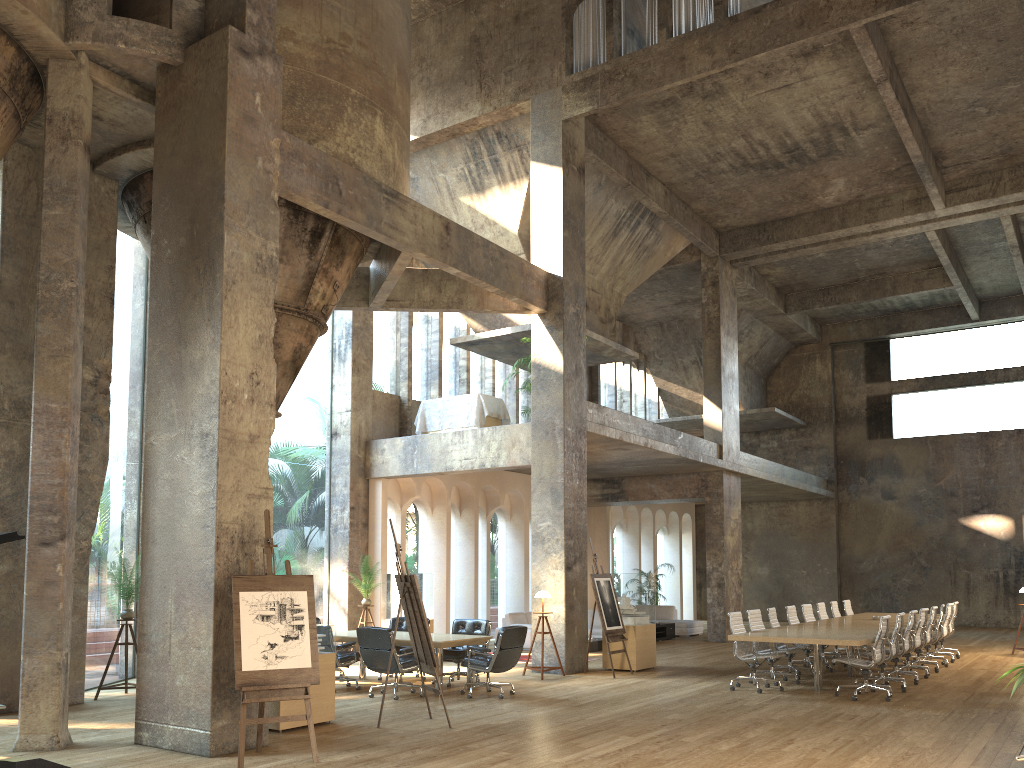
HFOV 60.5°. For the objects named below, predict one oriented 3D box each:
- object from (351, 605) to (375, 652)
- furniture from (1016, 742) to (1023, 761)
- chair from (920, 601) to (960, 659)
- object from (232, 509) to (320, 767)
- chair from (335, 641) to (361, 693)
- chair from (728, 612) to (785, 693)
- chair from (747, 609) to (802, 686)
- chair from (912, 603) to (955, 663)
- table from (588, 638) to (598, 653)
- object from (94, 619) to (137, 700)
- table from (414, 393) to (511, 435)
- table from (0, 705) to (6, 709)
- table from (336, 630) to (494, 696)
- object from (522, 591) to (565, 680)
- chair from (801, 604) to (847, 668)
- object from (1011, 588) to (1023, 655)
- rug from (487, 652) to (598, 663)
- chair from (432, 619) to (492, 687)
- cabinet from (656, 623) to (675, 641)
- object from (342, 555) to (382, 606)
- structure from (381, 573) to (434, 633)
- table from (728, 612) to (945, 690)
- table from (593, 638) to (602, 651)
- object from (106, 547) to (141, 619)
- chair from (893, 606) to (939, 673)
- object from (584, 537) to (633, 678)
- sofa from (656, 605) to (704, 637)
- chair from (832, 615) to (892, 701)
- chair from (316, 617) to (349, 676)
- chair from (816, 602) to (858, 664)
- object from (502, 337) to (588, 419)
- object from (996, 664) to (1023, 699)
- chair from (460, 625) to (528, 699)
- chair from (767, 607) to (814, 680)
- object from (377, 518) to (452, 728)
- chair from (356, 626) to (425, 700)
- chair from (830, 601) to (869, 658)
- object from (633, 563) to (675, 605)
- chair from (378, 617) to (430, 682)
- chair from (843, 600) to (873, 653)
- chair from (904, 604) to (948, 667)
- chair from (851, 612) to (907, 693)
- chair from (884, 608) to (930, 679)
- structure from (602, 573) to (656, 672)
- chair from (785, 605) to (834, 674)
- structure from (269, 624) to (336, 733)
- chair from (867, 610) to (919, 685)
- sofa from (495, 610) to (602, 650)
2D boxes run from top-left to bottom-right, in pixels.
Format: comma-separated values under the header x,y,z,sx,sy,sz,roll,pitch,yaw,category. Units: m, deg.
x,y,z,sx,sy,sz,roll,pitch,yaw,category
-2.605,4.421,15.595,0.658,0.959,0.579,0,-7,-2,object
3.958,2.442,6.061,0.712,0.829,1.893,-5,-12,33,furniture
7.888,4.525,16.205,0.703,1.011,0.671,-6,-9,39,chair
-2.022,2.115,7.453,0.704,2.117,0.691,3,-6,-30,object
-2.406,3.632,11.729,0.733,0.880,0.830,-5,-10,35,chair
3.266,3.572,11.755,0.703,1.011,0.671,-6,-9,39,chair
3.722,3.729,12.489,0.704,1.011,0.671,-6,-9,42,chair
7.428,4.369,15.475,0.704,1.011,0.671,-6,-9,42,chair
1.244,5.195,17.509,0.865,0.243,0.374,-8,-13,34,table
-4.896,3.468,11.149,0.659,0.959,0.578,3,-7,-20,object
-0.949,0.681,16.634,1.760,0.790,1.128,-7,-12,34,table
-4.898,2.752,6.823,1.882,0.538,0.951,-8,-13,34,table
-1.555,3.798,12.063,2.424,0.689,1.117,-8,-13,34,table
0.387,3.759,13.225,0.573,1.279,0.665,-4,-7,34,object
5.220,4.201,14.693,0.704,1.011,0.671,-6,-9,42,chair
9.620,4.467,16.527,0.660,1.279,0.577,3,-6,-23,object
0.203,4.976,15.949,2.477,0.009,1.361,-8,-15,34,rug
-0.736,3.773,12.384,0.732,0.880,0.831,-4,-9,28,chair
3.263,5.696,20.142,0.398,0.364,1.579,-6,-13,33,cabinet
-2.659,3.493,15.699,0.690,0.926,0.870,-3,-9,25,object
-1.863,4.153,15.688,0.597,1.526,0.750,-4,-7,34,structure
5.570,4.160,13.892,1.610,0.747,7.801,-7,-14,33,table
1.451,5.282,17.812,0.795,0.199,1.123,-8,-14,33,table
-4.812,2.501,11.071,0.864,0.927,0.695,-6,-9,37,object
6.433,4.051,13.992,0.703,1.011,0.671,-6,-9,39,chair
1.417,3.416,13.523,0.687,2.117,0.708,-3,-6,33,object
3.667,5.953,22.164,2.079,0.710,1.083,-8,-12,33,sofa
2.071,3.763,12.619,13.028,1.016,31.859,-8,-14,33,chair
-2.787,3.885,12.906,0.824,0.880,0.739,-4,-9,28,chair
5.722,4.361,15.437,0.703,1.011,0.671,-6,-9,39,chair
0.617,-0.065,15.510,1.411,1.784,1.368,-6,-10,40,object
2.275,1.476,2.973,1.095,1.436,1.143,-3,-8,25,object
-0.275,3.517,11.191,0.824,0.880,0.738,-5,-9,30,chair
4.195,3.881,13.200,0.702,1.011,0.672,-5,-8,33,chair
-1.049,2.462,9.072,0.686,2.117,0.709,2,-6,-24,object
-1.483,3.498,11.103,0.735,0.880,0.829,-7,-10,40,chair
6.236,4.523,16.196,0.703,1.011,0.672,-5,-9,37,chair
3.715,5.754,23.821,1.411,1.787,1.368,-6,-10,40,object
-1.590,3.889,12.925,0.730,0.880,0.834,-1,-8,8,chair
6.770,4.691,16.977,0.703,1.011,0.671,-6,-9,40,chair
6.947,4.217,14.769,0.702,1.011,0.672,-5,-8,33,chair
4.921,3.573,11.764,0.703,1.011,0.672,-5,-9,37,chair
5.937,3.895,13.266,0.704,1.011,0.671,-6,-9,42,chair
1.901,3.845,14.250,0.597,1.526,0.750,-4,-7,34,structure
4.724,4.046,13.967,0.703,1.011,0.671,-6,-9,39,chair
-2.354,3.000,9.069,0.747,1.000,0.743,-5,-9,34,structure
5.434,3.736,12.523,0.703,1.011,0.671,-6,-9,39,chair
1.309,5.208,18.694,2.076,0.711,2.961,-8,-14,33,sofa
